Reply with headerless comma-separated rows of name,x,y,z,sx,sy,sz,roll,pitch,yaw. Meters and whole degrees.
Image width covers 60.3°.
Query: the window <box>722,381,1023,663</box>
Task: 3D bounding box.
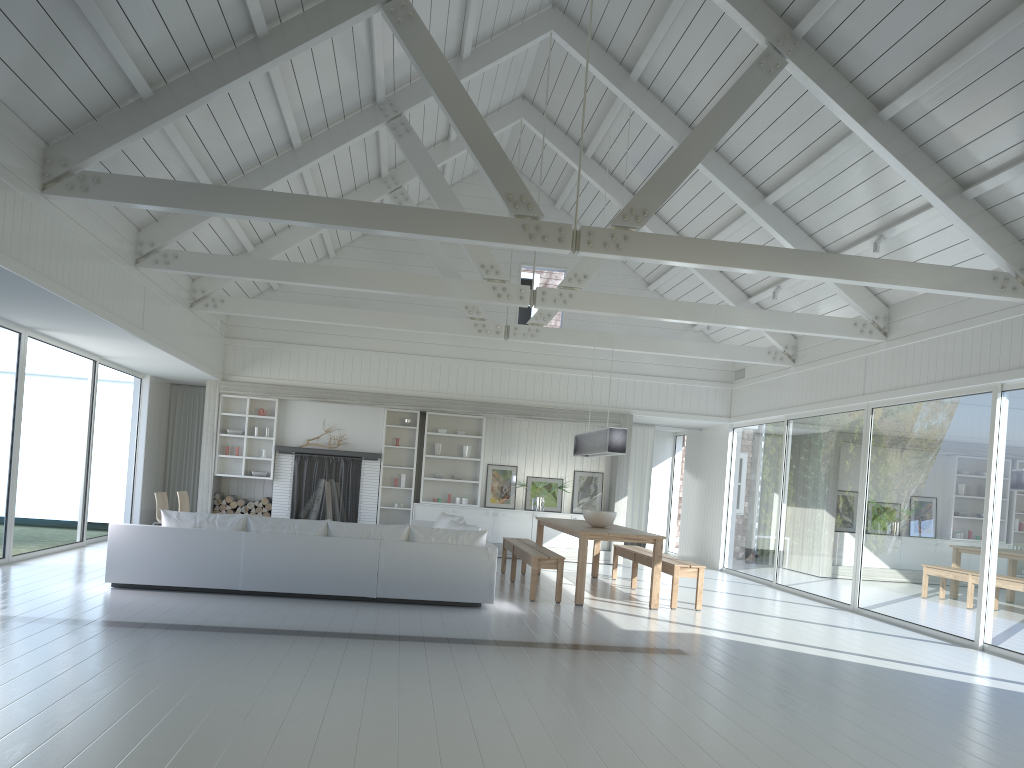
window,4.197,1.315,9.068,0.080,2.414,10.961,4,-6,-7

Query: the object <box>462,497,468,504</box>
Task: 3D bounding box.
object,-0.748,1.862,14.068,0.085,0.111,0.086,3,-3,28

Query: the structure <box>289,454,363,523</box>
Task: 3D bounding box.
structure,-2.869,1.630,13.592,1.099,1.063,0.116,5,0,-8

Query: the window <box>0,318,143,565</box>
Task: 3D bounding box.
window,-5.100,0.631,9.006,0.080,2.415,8.740,4,-6,-7

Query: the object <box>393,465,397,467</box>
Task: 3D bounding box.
object,-1.852,1.294,13.938,0.054,0.025,0.054,5,-5,-7

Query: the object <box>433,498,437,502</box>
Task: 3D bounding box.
object,-1.223,1.841,14.022,0.054,0.071,0.054,5,-3,-28

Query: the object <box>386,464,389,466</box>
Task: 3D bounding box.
object,-1.962,1.278,13.869,0.054,0.025,0.054,5,-5,-7

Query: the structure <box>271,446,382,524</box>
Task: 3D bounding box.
structure,-2.916,1.688,13.944,1.618,1.286,0.860,5,-2,-7

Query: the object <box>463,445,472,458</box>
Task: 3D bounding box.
object,-0.719,1.086,14.089,0.102,0.196,0.103,3,-2,38

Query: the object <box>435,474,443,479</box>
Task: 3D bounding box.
object,-1.164,1.472,14.037,0.141,0.066,0.142,5,-5,-7

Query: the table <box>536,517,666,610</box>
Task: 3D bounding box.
table,0.924,2.059,10.453,0.907,0.761,2.957,5,-6,-7

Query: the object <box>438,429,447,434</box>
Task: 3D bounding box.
object,-1.112,0.760,14.037,0.141,0.066,0.142,5,-5,-7

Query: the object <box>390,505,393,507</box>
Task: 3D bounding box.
object,-1.912,1.934,13.955,0.054,0.025,0.054,5,-5,-7

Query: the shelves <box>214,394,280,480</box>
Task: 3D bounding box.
shelves,-4.076,0.834,13.679,0.866,1.239,0.549,4,-1,-7

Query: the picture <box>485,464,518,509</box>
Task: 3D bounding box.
picture,-0.174,1.663,14.266,0.495,0.703,0.065,4,0,-7

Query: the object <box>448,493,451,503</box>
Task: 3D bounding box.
object,-0.996,1.801,14.067,0.054,0.196,0.054,4,-1,-8

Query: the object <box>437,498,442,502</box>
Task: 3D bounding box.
object,-1.158,1.855,14.057,0.058,0.061,0.057,6,-3,-29

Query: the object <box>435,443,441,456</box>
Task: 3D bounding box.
object,-1.183,1.045,14.031,0.103,0.196,0.103,4,-1,-7

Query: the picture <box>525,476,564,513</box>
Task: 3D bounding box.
picture,0.525,1.801,14.366,0.609,0.553,0.053,5,0,-7

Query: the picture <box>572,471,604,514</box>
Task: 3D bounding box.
picture,1.242,1.786,14.446,0.495,0.703,0.065,4,0,-7

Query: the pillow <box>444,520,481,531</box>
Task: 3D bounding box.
pillow,-0.623,1.729,9.505,0.467,0.477,1.320,5,-6,-15

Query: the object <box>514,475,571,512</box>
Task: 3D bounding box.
object,0.522,1.727,14.066,0.972,0.629,0.623,5,-3,-9

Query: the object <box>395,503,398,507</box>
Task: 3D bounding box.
object,-1.833,1.917,13.965,0.054,0.071,0.054,4,-2,-8

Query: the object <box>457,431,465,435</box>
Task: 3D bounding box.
object,-0.824,0.800,14.217,0.141,0.066,0.142,5,-5,-7

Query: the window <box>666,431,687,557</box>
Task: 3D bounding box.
window,3.221,2.129,17.049,0.038,2.427,0.946,4,-1,-7

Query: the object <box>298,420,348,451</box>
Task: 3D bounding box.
object,-2.827,0.776,13.586,0.787,0.502,0.456,8,-4,-37

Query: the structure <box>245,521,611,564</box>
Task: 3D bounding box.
structure,-1.648,2.505,14.410,6.355,0.346,1.887,5,-6,-7

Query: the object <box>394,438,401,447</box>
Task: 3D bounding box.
object,-1.815,0.925,13.954,0.136,0.130,0.138,2,-4,35

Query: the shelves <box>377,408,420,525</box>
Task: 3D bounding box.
shelves,-1.822,1.426,14.097,0.541,1.999,0.605,4,-1,-7

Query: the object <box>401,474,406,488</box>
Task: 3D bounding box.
object,-1.727,1.534,13.971,0.072,0.211,0.071,4,-1,-7

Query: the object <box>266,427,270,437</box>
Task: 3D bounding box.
object,-3.772,0.729,13.608,0.054,0.196,0.054,4,-1,-6

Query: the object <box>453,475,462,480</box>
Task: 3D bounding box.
object,-0.876,1.513,14.216,0.141,0.066,0.142,5,-5,-7

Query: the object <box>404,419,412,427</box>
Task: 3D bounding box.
object,-1.650,0.618,13.945,0.161,0.124,0.162,2,-4,25

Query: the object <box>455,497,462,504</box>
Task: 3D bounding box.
object,-0.851,1.869,14.124,0.091,0.095,0.090,3,-3,27

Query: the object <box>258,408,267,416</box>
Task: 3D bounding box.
object,-3.853,0.435,13.585,0.230,0.127,0.059,0,-3,38

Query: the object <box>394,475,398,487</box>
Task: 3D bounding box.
object,-1.834,1.532,13.959,0.054,0.196,0.054,4,-1,-8

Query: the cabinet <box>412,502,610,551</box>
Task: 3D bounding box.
cabinet,-0.023,2.306,14.306,3.184,0.551,0.655,5,-4,-7

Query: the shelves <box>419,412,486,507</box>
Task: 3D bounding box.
shelves,-0.968,1.223,14.202,0.940,1.442,0.605,4,-1,-7

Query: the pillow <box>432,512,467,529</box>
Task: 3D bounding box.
pillow,-0.793,1.901,11.160,0.463,0.476,2.061,5,-6,-14

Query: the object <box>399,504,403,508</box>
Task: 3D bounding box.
object,-1.760,1.929,13.972,0.058,0.061,0.057,5,-3,-7

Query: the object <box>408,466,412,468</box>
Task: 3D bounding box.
object,-1.631,1.325,14.075,0.054,0.025,0.054,5,-5,-7
